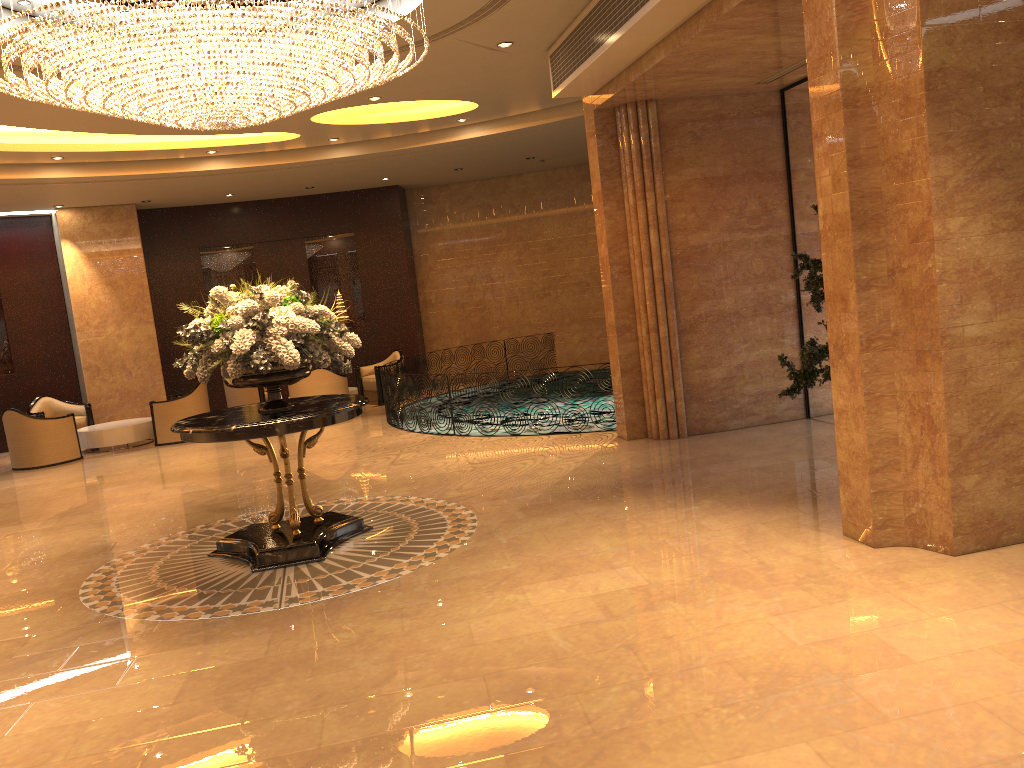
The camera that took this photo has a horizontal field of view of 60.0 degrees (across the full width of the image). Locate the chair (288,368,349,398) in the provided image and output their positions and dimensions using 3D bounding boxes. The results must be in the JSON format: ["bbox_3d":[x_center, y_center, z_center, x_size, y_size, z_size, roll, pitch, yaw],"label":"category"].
[{"bbox_3d":[-3.077,0.166,14.231,0.951,0.916,0.769,-8,7,-16],"label":"chair"}]

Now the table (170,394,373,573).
[{"bbox_3d":[-1.796,0.733,6.919,1.493,1.089,1.493,-9,7,-18],"label":"table"}]

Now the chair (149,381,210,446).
[{"bbox_3d":[-5.218,0.428,14.129,0.769,0.916,0.951,-6,6,4],"label":"chair"}]

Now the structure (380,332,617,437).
[{"bbox_3d":[-0.127,-0.042,14.333,3.815,0.995,7.624,-6,6,7],"label":"structure"}]

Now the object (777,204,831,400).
[{"bbox_3d":[2.687,-0.423,6.823,1.250,2.363,0.843,-10,7,-30],"label":"object"}]

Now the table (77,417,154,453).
[{"bbox_3d":[-6.349,0.823,14.314,1.196,0.354,1.196,-5,6,15],"label":"table"}]

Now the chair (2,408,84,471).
[{"bbox_3d":[-7.031,0.750,13.132,0.951,0.916,0.769,-4,7,24],"label":"chair"}]

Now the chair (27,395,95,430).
[{"bbox_3d":[-7.535,0.633,14.725,0.769,0.916,0.951,-2,8,38],"label":"chair"}]

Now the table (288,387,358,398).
[{"bbox_3d":[-3.291,0.327,15.572,1.196,0.354,1.196,-5,7,16],"label":"table"}]

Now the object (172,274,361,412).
[{"bbox_3d":[-1.891,-0.297,6.779,1.277,0.999,1.318,-4,7,19],"label":"object"}]

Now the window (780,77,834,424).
[{"bbox_3d":[3.434,-1.212,7.884,0.047,3.571,3.515,-8,6,-11],"label":"window"}]

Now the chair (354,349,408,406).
[{"bbox_3d":[-2.341,-0.134,16.168,0.769,0.916,0.951,-11,8,-36],"label":"chair"}]

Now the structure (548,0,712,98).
[{"bbox_3d":[1.027,-3.058,7.221,0.425,0.483,4.113,-8,6,-11],"label":"structure"}]

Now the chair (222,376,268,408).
[{"bbox_3d":[-4.481,0.230,15.142,0.769,0.916,0.951,-7,6,-1],"label":"chair"}]

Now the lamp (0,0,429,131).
[{"bbox_3d":[-2.230,-2.507,6.547,3.206,1.196,3.204,-4,7,25],"label":"lamp"}]
